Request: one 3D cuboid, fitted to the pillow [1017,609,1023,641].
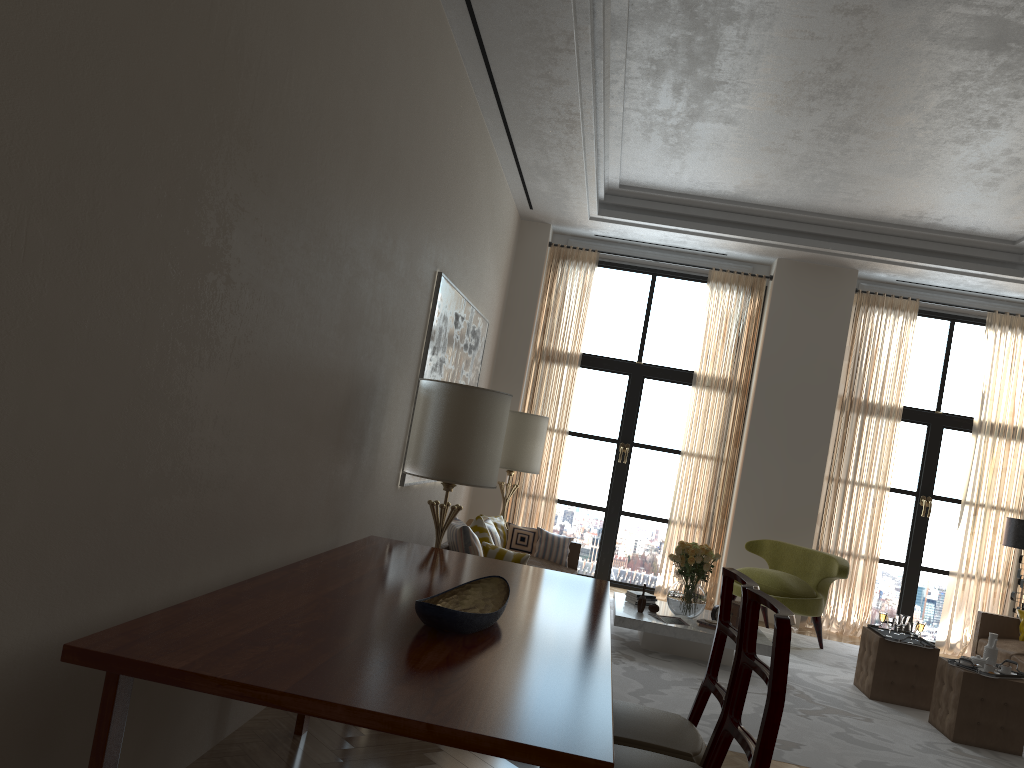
[{"bbox_3d":[6.342,2.967,10.668,0.482,0.432,0.318,9,-2,16],"label":"pillow"}]

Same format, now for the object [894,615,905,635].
[{"bbox_3d":[3.957,2.470,9.081,0.098,0.191,0.098,10,-2,6],"label":"object"}]

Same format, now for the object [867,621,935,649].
[{"bbox_3d":[3.916,2.514,8.938,0.490,0.092,0.803,10,-3,7],"label":"object"}]

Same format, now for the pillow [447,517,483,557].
[{"bbox_3d":[-0.433,1.557,8.179,0.356,0.575,0.623,11,-3,-15],"label":"pillow"}]

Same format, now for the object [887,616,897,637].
[{"bbox_3d":[3.769,2.422,8.827,0.098,0.191,0.098,9,-2,32],"label":"object"}]

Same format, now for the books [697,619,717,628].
[{"bbox_3d":[2.066,2.483,9.188,0.255,0.026,0.202,8,-4,32],"label":"books"}]

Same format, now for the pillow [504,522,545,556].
[{"bbox_3d":[0.123,1.872,10.427,0.464,0.411,0.304,10,-2,5],"label":"pillow"}]

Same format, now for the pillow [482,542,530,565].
[{"bbox_3d":[-0.072,1.672,7.984,0.482,0.432,0.318,9,-2,16],"label":"pillow"}]

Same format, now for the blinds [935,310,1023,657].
[{"bbox_3d":[6.859,1.475,12.334,1.241,4.870,0.419,10,-2,8],"label":"blinds"}]

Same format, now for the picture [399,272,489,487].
[{"bbox_3d":[-0.657,0.072,9.634,0.045,1.997,3.066,10,-3,7],"label":"picture"}]

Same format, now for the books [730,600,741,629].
[{"bbox_3d":[2.442,2.471,9.491,0.282,0.264,0.210,12,-3,-33],"label":"books"}]

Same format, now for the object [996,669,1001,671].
[{"bbox_3d":[4.355,2.551,7.907,0.187,0.015,0.041,13,-4,-42],"label":"object"}]

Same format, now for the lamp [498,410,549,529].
[{"bbox_3d":[-0.077,1.491,11.774,0.769,2.253,0.766,11,-2,-30],"label":"lamp"}]

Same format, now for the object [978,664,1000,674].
[{"bbox_3d":[4.152,2.480,7.714,0.176,0.067,0.176,10,-3,8],"label":"object"}]

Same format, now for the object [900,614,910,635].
[{"bbox_3d":[4.059,2.494,9.179,0.098,0.191,0.098,12,-2,-36],"label":"object"}]

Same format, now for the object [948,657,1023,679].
[{"bbox_3d":[4.230,2.496,7.868,0.722,0.101,0.440,12,-4,-30],"label":"object"}]

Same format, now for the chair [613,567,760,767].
[{"bbox_3d":[0.521,1.524,3.909,0.877,1.504,0.657,10,-2,7],"label":"chair"}]

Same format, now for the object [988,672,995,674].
[{"bbox_3d":[4.122,2.489,7.617,0.053,0.025,0.049,10,-3,8],"label":"object"}]

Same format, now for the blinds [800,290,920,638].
[{"bbox_3d":[4.924,1.145,12.557,0.959,4.870,0.420,10,-2,9],"label":"blinds"}]

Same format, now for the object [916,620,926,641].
[{"bbox_3d":[4.102,2.486,8.915,0.098,0.191,0.098,9,-2,32],"label":"object"}]

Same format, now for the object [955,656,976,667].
[{"bbox_3d":[4.027,2.454,7.855,0.176,0.067,0.176,11,-3,-18],"label":"object"}]

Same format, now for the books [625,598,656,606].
[{"bbox_3d":[1.424,2.418,9.832,0.281,0.035,0.207,12,-4,-26],"label":"books"}]

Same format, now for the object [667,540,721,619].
[{"bbox_3d":[1.936,2.110,9.510,0.539,0.821,0.628,10,-2,2],"label":"object"}]

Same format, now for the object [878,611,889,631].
[{"bbox_3d":[3.829,2.452,9.169,0.098,0.191,0.098,10,-2,-11],"label":"object"}]

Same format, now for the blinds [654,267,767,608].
[{"bbox_3d":[2.870,0.794,12.790,0.873,4.870,0.419,10,-2,9],"label":"blinds"}]

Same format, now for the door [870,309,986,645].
[{"bbox_3d":[5.954,1.346,12.663,3.084,4.763,0.240,10,-2,6],"label":"door"}]

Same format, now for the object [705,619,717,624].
[{"bbox_3d":[2.083,2.465,9.193,0.139,0.019,0.137,11,-3,-9],"label":"object"}]

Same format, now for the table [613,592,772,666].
[{"bbox_3d":[1.863,2.678,9.550,1.583,0.343,1.503,10,-3,7],"label":"table"}]

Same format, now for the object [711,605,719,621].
[{"bbox_3d":[2.205,2.451,9.412,0.205,0.209,0.082,12,-2,-32],"label":"object"}]

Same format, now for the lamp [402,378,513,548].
[{"bbox_3d":[-0.567,1.133,7.142,0.769,2.253,0.766,11,-2,-27],"label":"lamp"}]

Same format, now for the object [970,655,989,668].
[{"bbox_3d":[4.182,2.482,7.957,0.176,0.105,0.136,10,-3,3],"label":"object"}]

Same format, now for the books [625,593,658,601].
[{"bbox_3d":[1.433,2.364,9.835,0.281,0.024,0.229,12,-4,-28],"label":"books"}]

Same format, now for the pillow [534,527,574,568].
[{"bbox_3d":[0.478,1.927,10.351,0.498,0.427,0.327,10,-2,-6],"label":"pillow"}]

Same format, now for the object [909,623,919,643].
[{"bbox_3d":[3.908,2.436,8.655,0.098,0.191,0.098,10,-2,6],"label":"object"}]

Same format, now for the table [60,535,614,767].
[{"bbox_3d":[-0.462,1.643,4.641,1.799,1.026,3.807,10,-3,7],"label":"table"}]

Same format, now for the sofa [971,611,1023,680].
[{"bbox_3d":[6.185,3.202,9.418,1.351,0.819,2.984,10,-3,7],"label":"sofa"}]

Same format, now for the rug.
[{"bbox_3d":[3.031,2.992,8.999,5.514,0.065,5.741,10,-3,7],"label":"rug"}]

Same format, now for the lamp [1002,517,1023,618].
[{"bbox_3d":[6.748,2.808,11.543,0.829,2.017,0.831,10,-2,11],"label":"lamp"}]

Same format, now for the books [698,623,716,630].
[{"bbox_3d":[2.052,2.505,9.188,0.197,0.024,0.256,9,-4,24],"label":"books"}]

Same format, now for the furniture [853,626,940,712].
[{"bbox_3d":[3.861,2.856,8.931,0.613,0.615,0.614,10,-2,7],"label":"furniture"}]

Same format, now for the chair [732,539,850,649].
[{"bbox_3d":[3.314,2.624,11.195,1.031,1.212,1.788,11,-3,-26],"label":"chair"}]

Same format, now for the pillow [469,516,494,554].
[{"bbox_3d":[-0.312,1.584,8.565,0.356,0.616,0.765,12,-3,-40],"label":"pillow"}]

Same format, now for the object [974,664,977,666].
[{"bbox_3d":[4.054,2.474,7.796,0.080,0.027,0.052,12,-4,-36],"label":"object"}]

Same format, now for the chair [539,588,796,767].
[{"bbox_3d":[0.465,1.476,3.264,0.877,1.504,0.657,10,-2,7],"label":"chair"}]

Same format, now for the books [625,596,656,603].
[{"bbox_3d":[1.425,2.387,9.822,0.263,0.024,0.207,12,-4,-30],"label":"books"}]

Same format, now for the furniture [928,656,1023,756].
[{"bbox_3d":[4.140,2.843,7.863,0.613,0.615,0.614,10,-2,7],"label":"furniture"}]

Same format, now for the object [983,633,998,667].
[{"bbox_3d":[4.340,2.413,8.033,0.113,0.305,0.126,8,-3,43],"label":"object"}]

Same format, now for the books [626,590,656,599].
[{"bbox_3d":[1.431,2.336,9.828,0.260,0.030,0.206,12,-4,-26],"label":"books"}]

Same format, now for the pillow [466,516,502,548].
[{"bbox_3d":[-0.283,1.662,9.131,0.403,0.547,0.618,10,-3,10],"label":"pillow"}]

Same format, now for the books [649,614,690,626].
[{"bbox_3d":[1.620,2.420,9.161,0.281,0.038,0.383,11,-3,-21],"label":"books"}]

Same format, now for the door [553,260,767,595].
[{"bbox_3d":[1.749,0.628,13.144,3.256,4.763,0.240,10,-2,6],"label":"door"}]

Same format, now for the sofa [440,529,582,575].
[{"bbox_3d":[-0.031,2.087,9.215,1.351,0.819,2.984,10,-3,7],"label":"sofa"}]

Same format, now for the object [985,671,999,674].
[{"bbox_3d":[4.121,2.493,7.653,0.187,0.015,0.041,10,-3,-7],"label":"object"}]

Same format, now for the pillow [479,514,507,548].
[{"bbox_3d":[-0.207,1.778,10.378,0.296,0.475,0.517,9,-3,28],"label":"pillow"}]

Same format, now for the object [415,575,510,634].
[{"bbox_3d":[-0.225,1.054,4.234,0.330,0.164,1.086,9,-3,17],"label":"object"}]

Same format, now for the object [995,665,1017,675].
[{"bbox_3d":[4.371,2.528,7.841,0.176,0.067,0.176,10,-3,5],"label":"object"}]

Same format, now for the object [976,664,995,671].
[{"bbox_3d":[4.177,2.499,7.810,0.186,0.026,0.041,9,-3,14],"label":"object"}]

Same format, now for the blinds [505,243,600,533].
[{"bbox_3d":[0.526,0.399,13.059,0.780,4.882,0.420,10,-2,9],"label":"blinds"}]
